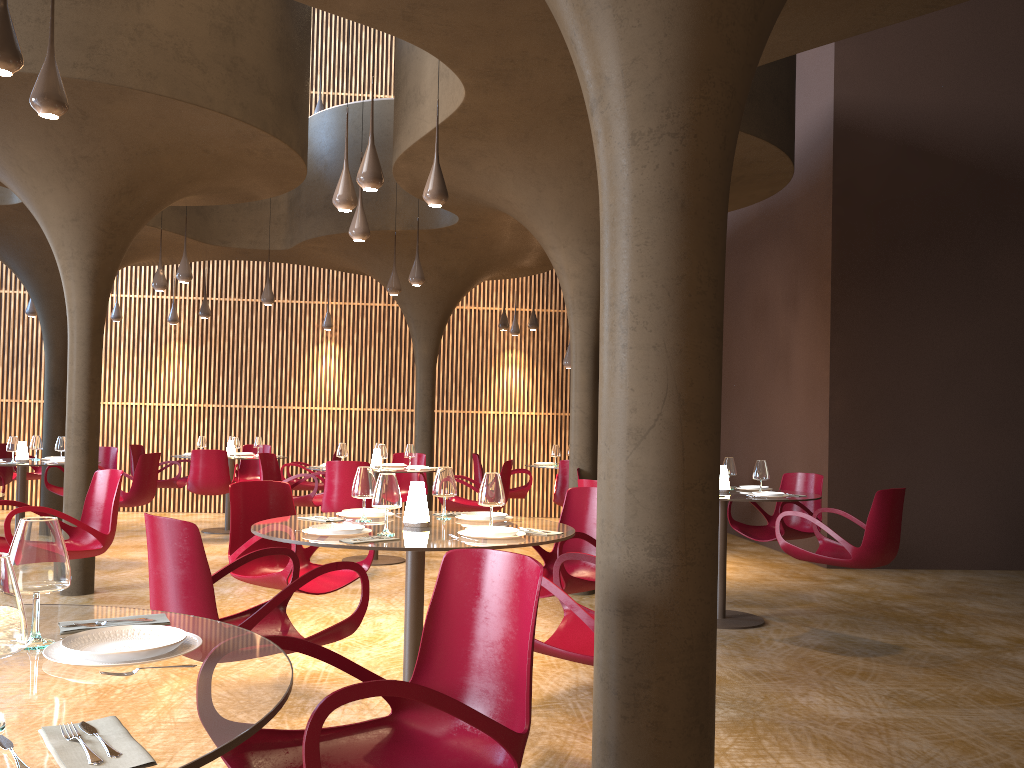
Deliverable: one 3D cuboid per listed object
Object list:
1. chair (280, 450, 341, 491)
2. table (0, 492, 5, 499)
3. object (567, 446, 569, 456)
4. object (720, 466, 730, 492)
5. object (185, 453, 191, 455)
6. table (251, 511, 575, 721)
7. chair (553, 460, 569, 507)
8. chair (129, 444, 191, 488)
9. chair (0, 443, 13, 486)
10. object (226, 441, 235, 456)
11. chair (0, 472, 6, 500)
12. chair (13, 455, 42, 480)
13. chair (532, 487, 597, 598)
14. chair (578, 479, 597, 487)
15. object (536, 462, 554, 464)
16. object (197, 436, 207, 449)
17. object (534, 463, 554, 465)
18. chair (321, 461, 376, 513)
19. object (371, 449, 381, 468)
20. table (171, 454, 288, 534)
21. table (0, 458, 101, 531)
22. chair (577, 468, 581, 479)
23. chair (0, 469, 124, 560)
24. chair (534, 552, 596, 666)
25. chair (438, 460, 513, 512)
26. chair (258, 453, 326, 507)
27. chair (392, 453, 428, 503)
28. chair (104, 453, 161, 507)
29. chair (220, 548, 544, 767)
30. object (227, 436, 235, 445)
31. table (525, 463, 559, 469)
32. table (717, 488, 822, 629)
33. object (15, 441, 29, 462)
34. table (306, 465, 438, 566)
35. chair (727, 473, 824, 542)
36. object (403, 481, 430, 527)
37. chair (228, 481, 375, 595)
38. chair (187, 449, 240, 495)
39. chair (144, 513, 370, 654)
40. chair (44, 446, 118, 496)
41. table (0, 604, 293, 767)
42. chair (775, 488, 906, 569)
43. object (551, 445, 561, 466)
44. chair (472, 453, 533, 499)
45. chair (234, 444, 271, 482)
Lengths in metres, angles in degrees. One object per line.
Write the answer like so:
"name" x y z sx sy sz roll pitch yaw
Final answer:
"chair" -3.004 1.290 13.382 0.872 0.635 0.625 2 -2 -5
"table" -4.148 1.271 5.533 1.673 1.129 1.672 3 -3 -42
"object" 0.876 1.042 13.070 0.142 0.295 0.142 2 -2 -23
"object" 1.868 0.842 7.875 0.142 0.232 0.144 0 -2 42
"object" -4.761 1.049 13.272 0.263 0.029 0.263 0 -3 31
"table" -0.518 1.312 4.661 1.673 1.129 1.672 4 -3 -44
"chair" 0.850 1.285 11.446 0.625 0.635 0.873 1 -2 5
"chair" -5.254 1.230 13.219 0.872 0.635 0.625 1 -2 0
"chair" -7.494 1.147 12.586 0.872 0.635 0.625 0 -3 35
"object" -4.230 0.967 13.326 0.142 0.232 0.144 2 -2 -20
"chair" -5.812 1.022 9.222 0.625 0.635 0.873 1 -2 0
"chair" -7.721 1.224 14.259 0.625 0.635 0.873 0 -3 35
"chair" 0.320 0.987 5.585 0.625 0.635 0.873 0 -3 40
"chair" 0.924 1.073 7.065 0.873 0.635 0.625 3 -3 -43
"object" 0.475 1.144 12.747 0.263 0.029 0.263 1 -3 8
"object" -4.590 0.918 13.113 0.142 0.295 0.142 2 -2 -33
"object" 0.475 1.154 12.747 0.332 0.014 0.332 0 -3 24
"chair" -1.722 1.136 9.614 0.625 0.635 0.873 1 -2 0
"object" -1.645 0.903 10.777 0.142 0.232 0.144 2 -2 -30
"table" -4.246 1.647 13.311 1.672 1.129 1.674 1 -2 4
"table" -5.751 1.470 10.370 1.672 1.129 1.674 1 -2 14
"chair" 1.052 1.156 8.700 0.872 0.635 0.625 -1 -3 42
"chair" -3.262 0.942 6.356 0.625 0.635 0.873 -1 -3 43
"chair" 0.399 0.909 3.947 0.872 0.635 0.625 0 -3 35
"chair" -0.426 1.215 10.618 0.872 0.635 0.625 1 -2 5
"chair" -2.670 1.174 10.849 0.872 0.635 0.625 1 -2 10
"chair" -1.459 1.256 11.953 0.625 0.635 0.873 1 -2 5
"chair" -4.516 1.101 10.226 0.872 0.635 0.625 1 -2 5
"chair" -0.331 0.820 2.469 0.873 0.635 0.625 3 -3 -42
"object" -4.321 0.951 13.671 0.142 0.295 0.142 1 -2 -5
"table" 1.005 1.737 12.662 1.672 1.129 1.674 1 -2 15
"table" 1.852 1.523 7.860 1.673 1.129 1.672 3 -3 -37
"object" -5.735 0.789 10.385 0.144 0.232 0.142 0 -2 40
"table" -1.661 1.583 10.763 1.672 1.129 1.674 1 -2 14
"chair" 2.603 1.185 8.571 0.873 0.635 0.625 3 -3 -38
"object" -0.502 0.632 4.676 0.144 0.232 0.142 0 -2 45
"chair" -1.367 0.944 5.506 0.872 0.635 0.625 -1 -3 40
"chair" -4.106 1.205 12.168 0.625 0.635 0.873 2 -2 -10
"chair" -1.156 0.870 3.879 0.625 0.635 0.873 -1 -3 45
"chair" -5.549 1.142 11.561 0.625 0.635 0.873 1 -2 5
"table" -1.288 1.149 1.669 1.673 1.129 1.672 3 -3 -36
"chair" 2.607 1.105 6.931 0.625 0.635 0.873 3 -3 -43
"object" 0.619 1.011 12.564 0.142 0.295 0.142 0 -2 43
"chair" -0.143 1.325 12.751 0.872 0.635 0.625 1 -2 0
"chair" -4.253 1.316 14.518 0.625 0.635 0.873 2 -2 -5
